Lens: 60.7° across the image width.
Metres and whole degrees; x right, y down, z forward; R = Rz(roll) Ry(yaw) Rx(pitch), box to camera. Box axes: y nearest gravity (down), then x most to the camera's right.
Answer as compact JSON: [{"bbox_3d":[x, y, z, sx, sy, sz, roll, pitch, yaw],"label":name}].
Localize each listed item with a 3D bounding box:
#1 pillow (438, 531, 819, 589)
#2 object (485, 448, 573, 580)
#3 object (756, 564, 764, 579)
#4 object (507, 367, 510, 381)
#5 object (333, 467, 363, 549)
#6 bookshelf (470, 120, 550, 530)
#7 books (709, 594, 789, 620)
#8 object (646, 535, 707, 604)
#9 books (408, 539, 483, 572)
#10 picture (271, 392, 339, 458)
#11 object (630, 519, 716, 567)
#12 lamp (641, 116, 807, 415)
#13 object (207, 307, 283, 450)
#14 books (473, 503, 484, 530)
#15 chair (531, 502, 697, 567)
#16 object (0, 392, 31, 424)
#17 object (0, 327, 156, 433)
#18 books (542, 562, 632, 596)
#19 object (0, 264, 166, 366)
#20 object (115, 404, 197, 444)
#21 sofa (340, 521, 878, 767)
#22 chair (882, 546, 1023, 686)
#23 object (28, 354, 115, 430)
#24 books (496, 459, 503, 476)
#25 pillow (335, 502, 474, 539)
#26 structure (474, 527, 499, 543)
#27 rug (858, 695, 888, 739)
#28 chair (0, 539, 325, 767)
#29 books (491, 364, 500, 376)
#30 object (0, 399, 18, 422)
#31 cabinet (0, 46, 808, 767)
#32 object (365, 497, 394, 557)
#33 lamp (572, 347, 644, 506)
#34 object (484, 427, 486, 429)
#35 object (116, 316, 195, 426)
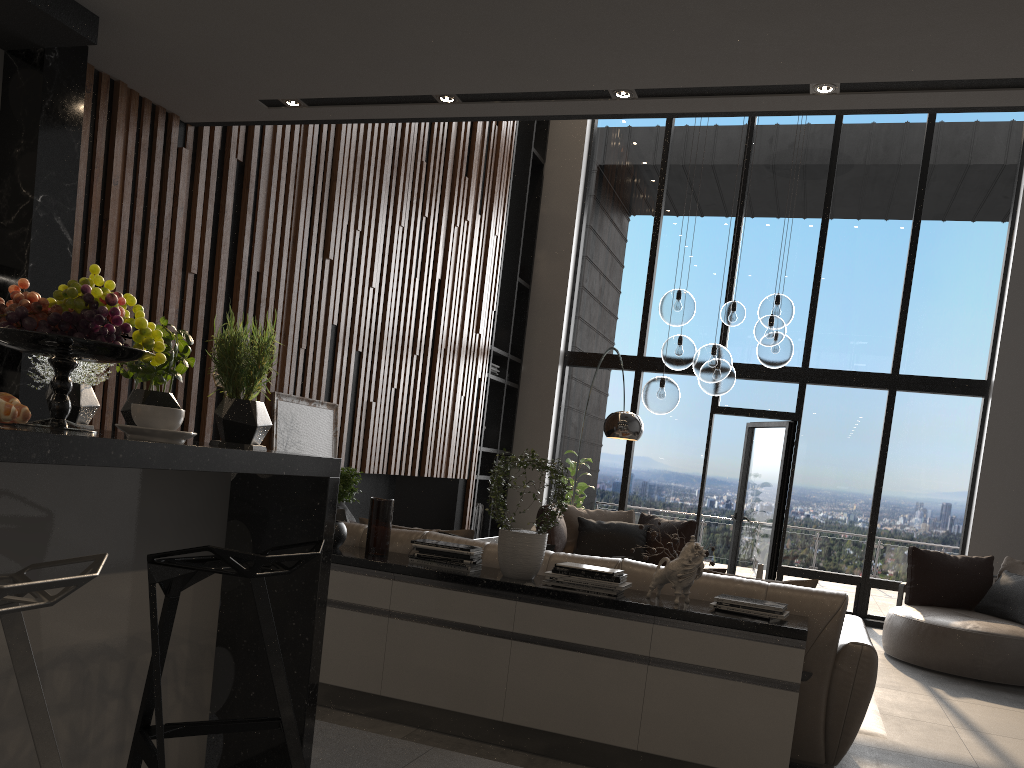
[{"bbox_3d":[0.486,1.061,4.385,1.930,0.503,0.544,5,-1,18],"label":"pillow"},{"bbox_3d":[0.061,0.566,3.825,0.385,0.580,0.214,7,3,0],"label":"object"},{"bbox_3d":[1.449,1.314,5.490,0.313,0.400,0.322,7,0,38],"label":"object"},{"bbox_3d":[-0.080,-0.136,9.606,0.059,0.235,0.189,8,1,22],"label":"object"},{"bbox_3d":[-0.853,0.569,4.130,0.273,0.411,0.307,6,1,-21],"label":"object"},{"bbox_3d":[-0.187,-1.120,9.080,0.336,5.353,1.455,8,4,20],"label":"bookshelf"},{"bbox_3d":[0.961,0.900,3.530,0.292,0.054,0.185,4,-5,23],"label":"books"},{"bbox_3d":[0.685,0.764,3.626,0.205,0.292,0.136,7,2,38],"label":"object"},{"bbox_3d":[-0.289,0.772,3.938,0.323,0.099,0.206,5,-4,19],"label":"books"},{"bbox_3d":[-1.299,0.590,5.498,0.101,1.005,0.730,8,1,20],"label":"picture"},{"bbox_3d":[1.035,1.194,5.784,0.544,0.607,0.314,7,2,-10],"label":"object"},{"bbox_3d":[1.578,-2.242,5.498,1.225,5.033,1.226,8,4,16],"label":"lamp"},{"bbox_3d":[-0.670,-0.027,2.164,0.187,0.371,0.194,6,2,-26],"label":"object"},{"bbox_3d":[-0.440,1.402,9.326,0.173,0.289,0.334,7,-1,19],"label":"books"},{"bbox_3d":[0.854,1.553,7.690,1.457,0.904,1.467,9,-4,-44],"label":"chair"},{"bbox_3d":[-0.951,0.046,1.654,0.073,0.059,0.061,5,-1,40],"label":"object"},{"bbox_3d":[-0.978,0.003,1.901,0.369,0.189,0.365,8,-3,-17],"label":"object"},{"bbox_3d":[0.323,0.828,3.727,0.346,0.100,0.195,5,-4,19],"label":"books"},{"bbox_3d":[-0.970,-0.164,1.883,0.345,0.216,0.320,6,-2,16],"label":"object"},{"bbox_3d":[-0.721,0.081,1.777,0.156,0.071,0.155,7,-4,-12],"label":"object"},{"bbox_3d":[0.267,1.273,4.974,3.225,0.823,1.887,5,-4,19],"label":"sofa"},{"bbox_3d":[3.790,1.826,6.985,1.431,0.904,1.494,5,-3,36],"label":"chair"},{"bbox_3d":[-1.185,-0.028,2.334,0.219,0.286,0.212,7,1,32],"label":"object"},{"bbox_3d":[-0.254,0.915,9.670,0.216,0.191,0.375,6,-3,20],"label":"books"},{"bbox_3d":[-0.784,0.971,4.926,0.768,0.550,1.371,8,-4,-40],"label":"pillow"},{"bbox_3d":[-1.189,1.460,6.837,0.663,0.459,6.570,6,-5,19],"label":"structure"},{"bbox_3d":[1.129,1.843,5.642,2.285,0.020,1.617,5,-6,19],"label":"rug"},{"bbox_3d":[-0.860,0.598,1.237,0.431,0.739,1.738,7,-3,20],"label":"chair"},{"bbox_3d":[-0.282,-0.149,9.163,0.217,0.129,0.324,6,-4,19],"label":"books"},{"bbox_3d":[-0.981,0.038,1.609,0.130,0.060,0.070,5,-2,19],"label":"object"},{"bbox_3d":[-1.366,-0.485,1.231,3.598,3.258,6.236,6,-3,19],"label":"cabinet"},{"bbox_3d":[-0.614,0.662,4.057,0.108,0.270,0.109,8,3,25],"label":"object"},{"bbox_3d":[0.774,0.839,7.858,0.320,2.347,2.024,6,0,-4],"label":"lamp"},{"bbox_3d":[-0.367,0.540,9.201,0.139,0.246,0.135,6,2,-30],"label":"object"},{"bbox_3d":[-0.912,-0.017,2.268,0.177,0.314,0.173,8,2,30],"label":"object"}]
